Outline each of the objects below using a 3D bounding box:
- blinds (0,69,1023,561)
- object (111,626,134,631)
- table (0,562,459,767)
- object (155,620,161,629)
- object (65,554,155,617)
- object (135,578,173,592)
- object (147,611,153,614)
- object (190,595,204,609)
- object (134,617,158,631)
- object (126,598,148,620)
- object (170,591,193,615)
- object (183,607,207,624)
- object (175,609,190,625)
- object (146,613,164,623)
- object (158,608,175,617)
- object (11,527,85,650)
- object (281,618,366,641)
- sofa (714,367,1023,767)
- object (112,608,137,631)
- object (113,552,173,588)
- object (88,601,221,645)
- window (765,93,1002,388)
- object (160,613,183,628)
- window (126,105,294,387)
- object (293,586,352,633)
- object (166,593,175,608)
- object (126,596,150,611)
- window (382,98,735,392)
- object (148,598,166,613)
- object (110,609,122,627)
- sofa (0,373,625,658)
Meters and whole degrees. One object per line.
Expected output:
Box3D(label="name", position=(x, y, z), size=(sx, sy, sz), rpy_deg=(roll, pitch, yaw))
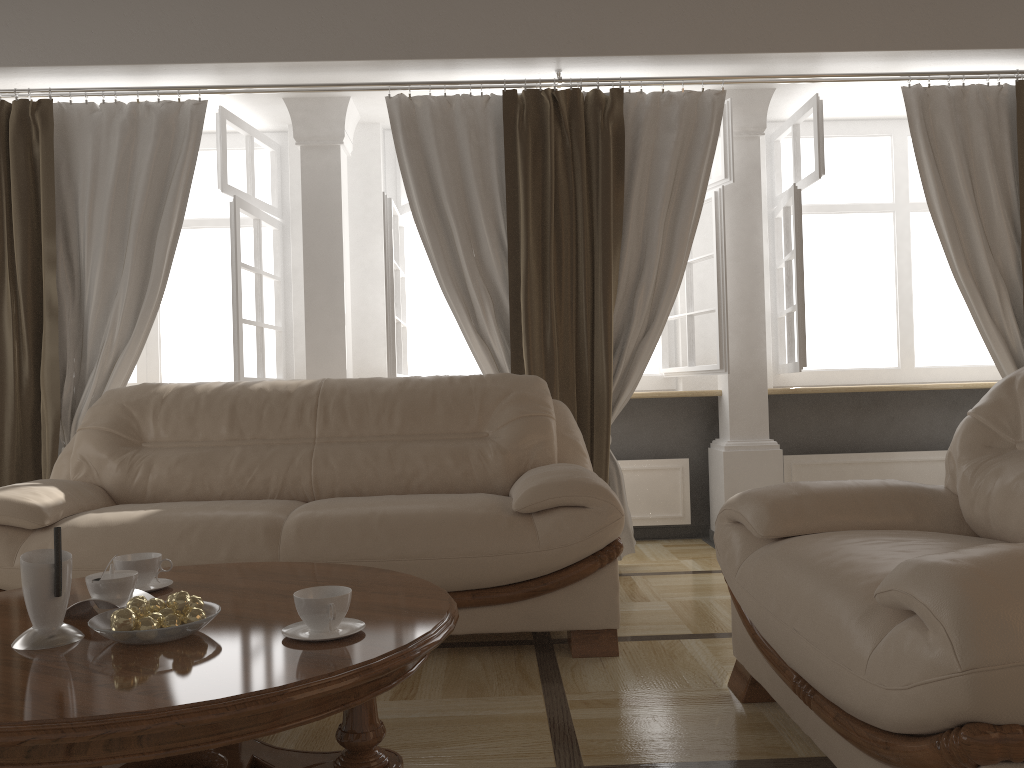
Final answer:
Box3D(label="blinds", position=(0.136, -0.299, 4.054), size=(5.765, 2.294, 0.285), rpy_deg=(-2, -1, -2))
Box3D(label="object", position=(-0.687, 0.434, 1.571), size=(0.041, 0.039, 0.039), rpy_deg=(-1, -1, -24))
Box3D(label="table", position=(-0.688, 0.661, 1.773), size=(1.169, 0.392, 1.167), rpy_deg=(-2, -1, -6))
Box3D(label="object", position=(-0.655, 0.440, 1.596), size=(0.040, 0.038, 0.041), rpy_deg=(-2, -1, 27))
Box3D(label="object", position=(-0.814, 0.403, 1.803), size=(0.178, 0.133, 0.104), rpy_deg=(-2, -1, 13))
Box3D(label="object", position=(-0.859, 0.467, 2.040), size=(0.150, 0.010, 0.150), rpy_deg=(-1, -1, -16))
Box3D(label="object", position=(-0.693, 0.441, 1.662), size=(0.040, 0.040, 0.038), rpy_deg=(-1, -1, -41))
Box3D(label="object", position=(-0.611, 0.424, 1.697), size=(0.041, 0.039, 0.039), rpy_deg=(-1, -1, -42))
Box3D(label="object", position=(-0.644, 0.430, 1.560), size=(0.041, 0.041, 0.038), rpy_deg=(-1, -1, -17))
Box3D(label="object", position=(-0.675, 0.406, 1.594), size=(0.037, 0.041, 0.040), rpy_deg=(-2, -1, 22))
Box3D(label="object", position=(-0.610, 0.404, 1.638), size=(0.038, 0.044, 0.038), rpy_deg=(-2, -1, 5))
Box3D(label="object", position=(-0.583, 0.432, 1.632), size=(0.039, 0.039, 0.040), rpy_deg=(-2, -1, 9))
Box3D(label="object", position=(-0.614, 0.439, 1.661), size=(0.040, 0.038, 0.039), rpy_deg=(-2, -1, 23))
Box3D(label="object", position=(-0.661, 0.441, 1.634), size=(0.039, 0.038, 0.041), rpy_deg=(-2, -1, 41))
Box3D(label="object", position=(-0.652, 0.441, 1.675), size=(0.040, 0.037, 0.040), rpy_deg=(-2, -1, 24))
Box3D(label="object", position=(-0.849, 0.363, 1.619), size=(0.119, 0.210, 0.119), rpy_deg=(-1, -1, -24))
Box3D(label="object", position=(-0.343, 0.449, 1.615), size=(0.150, 0.010, 0.150), rpy_deg=(-2, -1, -12))
Box3D(label="sofa", position=(1.083, 0.358, 1.836), size=(1.052, 0.900, 1.318), rpy_deg=(-2, -1, -2))
Box3D(label="object", position=(-0.673, 0.411, 1.543), size=(0.038, 0.042, 0.038), rpy_deg=(-2, -1, 7))
Box3D(label="object", position=(-0.857, 0.433, 2.044), size=(0.114, 0.071, 0.105), rpy_deg=(-1, -1, -41))
Box3D(label="object", position=(-0.654, 0.444, 1.631), size=(0.227, 0.039, 0.227), rpy_deg=(-2, -1, 23))
Box3D(label="window", position=(2.184, -0.749, 4.686), size=(1.653, 1.500, 0.782), rpy_deg=(-2, -1, -2))
Box3D(label="object", position=(-0.623, 0.439, 1.621), size=(0.039, 0.039, 0.040), rpy_deg=(-2, -1, -12))
Box3D(label="window", position=(-1.986, -0.632, 4.576), size=(1.600, 1.500, 0.781), rpy_deg=(-2, -1, -2))
Box3D(label="object", position=(-0.345, 0.414, 1.611), size=(0.105, 0.071, 0.114), rpy_deg=(-2, -1, 13))
Box3D(label="object", position=(-0.647, 0.425, 1.712), size=(0.038, 0.040, 0.040), rpy_deg=(-1, -1, -22))
Box3D(label="object", position=(-0.690, 0.411, 1.637), size=(0.040, 0.039, 0.038), rpy_deg=(-1, -1, -17))
Box3D(label="window", position=(0.196, -0.693, 4.646), size=(1.759, 1.500, 0.784), rpy_deg=(-2, -1, -2))
Box3D(label="object", position=(-0.684, 0.430, 1.699), size=(0.041, 0.038, 0.039), rpy_deg=(-2, -1, 42))
Box3D(label="object", position=(-0.722, 0.435, 1.637), size=(0.037, 0.040, 0.041), rpy_deg=(-2, -1, 11))
Box3D(label="sofa", position=(-0.720, 0.421, 3.188), size=(2.135, 0.900, 1.051), rpy_deg=(-2, -1, -2))
